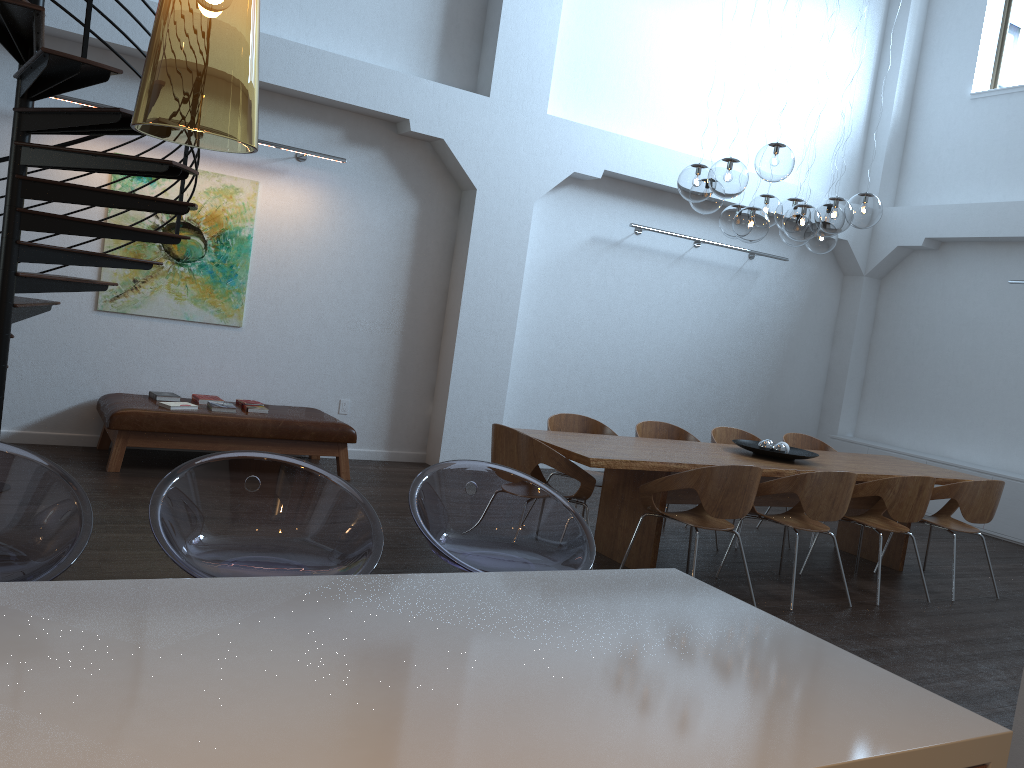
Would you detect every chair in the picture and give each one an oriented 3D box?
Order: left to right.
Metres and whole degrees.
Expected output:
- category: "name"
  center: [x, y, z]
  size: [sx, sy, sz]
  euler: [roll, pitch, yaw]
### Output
- category: "chair"
  center: [-1.166, 0.642, 1.765]
  size: [0.530, 1.014, 0.481]
  euler: [6, 5, -32]
- category: "chair"
  center: [-0.609, 0.700, 2.069]
  size: [0.530, 1.014, 0.481]
  euler: [6, 5, -32]
- category: "chair"
  center: [-0.078, 0.752, 2.410]
  size: [0.530, 1.014, 0.481]
  euler: [6, 5, -28]
- category: "chair"
  center: [0.130, 0.671, 5.274]
  size: [0.618, 0.833, 0.629]
  euler: [5, 5, -35]
- category: "chair"
  center: [0.500, 0.659, 6.154]
  size: [0.629, 0.830, 0.617]
  euler: [6, 5, -30]
- category: "chair"
  center: [1.164, 0.729, 6.533]
  size: [0.629, 0.833, 0.618]
  euler: [6, 5, -29]
- category: "chair"
  center: [1.072, 0.817, 5.129]
  size: [0.629, 0.833, 0.618]
  euler: [6, 5, -32]
- category: "chair"
  center: [1.813, 0.794, 6.932]
  size: [0.629, 0.833, 0.618]
  euler: [6, 5, -30]
- category: "chair"
  center: [1.752, 0.888, 5.504]
  size: [0.629, 0.833, 0.618]
  euler: [6, 5, -30]
- category: "chair"
  center: [2.492, 0.864, 7.310]
  size: [0.629, 0.833, 0.618]
  euler: [6, 5, -30]
- category: "chair"
  center: [2.410, 0.955, 5.885]
  size: [0.629, 0.833, 0.618]
  euler: [6, 5, -30]
- category: "chair"
  center: [3.072, 1.022, 6.269]
  size: [0.629, 0.833, 0.618]
  euler: [6, 5, -30]

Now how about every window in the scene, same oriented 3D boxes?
- category: "window"
  center: [6.487, -3.601, 8.201]
  size: [0.005, 1.308, 3.970]
  euler: [6, 5, -30]

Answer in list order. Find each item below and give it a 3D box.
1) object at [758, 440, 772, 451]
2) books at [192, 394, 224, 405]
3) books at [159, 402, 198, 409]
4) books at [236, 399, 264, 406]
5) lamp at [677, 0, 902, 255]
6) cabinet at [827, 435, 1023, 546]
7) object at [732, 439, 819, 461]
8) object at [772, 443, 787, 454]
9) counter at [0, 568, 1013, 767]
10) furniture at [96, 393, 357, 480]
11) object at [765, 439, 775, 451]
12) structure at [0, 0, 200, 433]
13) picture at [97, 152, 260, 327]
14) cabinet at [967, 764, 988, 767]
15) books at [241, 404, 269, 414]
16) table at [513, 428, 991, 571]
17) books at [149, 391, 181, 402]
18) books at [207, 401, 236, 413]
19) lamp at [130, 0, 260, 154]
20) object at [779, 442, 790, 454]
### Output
- category: "object"
  center: [1.768, 0.440, 6.200]
  size: [0.100, 0.100, 0.100]
  euler: [9, 4, 15]
- category: "books"
  center: [-2.406, 0.126, 7.018]
  size: [0.197, 0.043, 0.283]
  euler: [6, 5, -31]
- category: "books"
  center: [-2.459, 0.160, 6.545]
  size: [0.161, 0.031, 0.223]
  euler: [11, 5, 38]
- category: "books"
  center: [-2.123, 0.159, 7.186]
  size: [0.161, 0.036, 0.224]
  euler: [5, 5, -36]
- category: "lamp"
  center: [1.916, -1.961, 5.877]
  size: [1.787, 2.140, 0.849]
  euler: [6, 5, -31]
- category: "cabinet"
  center: [5.284, 1.300, 8.275]
  size: [0.478, 0.626, 5.580]
  euler: [6, 5, -30]
- category: "object"
  center: [1.837, 0.478, 6.209]
  size: [0.592, 0.066, 0.592]
  euler: [9, 4, 18]
- category: "object"
  center: [1.864, 0.461, 6.180]
  size: [0.100, 0.100, 0.100]
  euler: [9, 4, 15]
- category: "counter"
  center: [-0.446, 0.781, 2.394]
  size: [3.039, 0.860, 8.182]
  euler: [11, 5, 30]
- category: "furniture"
  center: [-2.233, 0.404, 6.941]
  size: [1.819, 0.453, 0.907]
  euler: [6, 5, -30]
- category: "object"
  center: [1.813, 0.440, 6.291]
  size: [0.100, 0.100, 0.100]
  euler: [9, 4, 15]
- category: "structure"
  center: [-2.836, -1.528, 5.140]
  size: [1.998, 4.352, 1.998]
  euler: [10, 4, 21]
- category: "picture"
  center: [-2.621, -1.111, 7.022]
  size: [1.095, 1.200, 0.010]
  euler: [6, 5, -30]
- category: "cabinet"
  center: [-1.403, 0.781, 0.794]
  size: [4.493, 0.796, 0.898]
  euler: [6, 5, -30]
- category: "books"
  center: [-2.007, 0.193, 6.929]
  size: [0.161, 0.032, 0.224]
  euler: [6, 5, -30]
- category: "table"
  center: [1.783, 0.881, 6.241]
  size: [3.803, 0.750, 1.012]
  euler: [6, 5, -30]
- category: "books"
  center: [-2.691, 0.097, 6.875]
  size: [0.183, 0.044, 0.254]
  euler: [5, 5, -35]
- category: "books"
  center: [-2.207, 0.175, 6.747]
  size: [0.185, 0.040, 0.247]
  euler: [6, 5, -27]
- category: "lamp"
  center: [-1.577, -1.399, 1.252]
  size: [2.842, 1.807, 0.149]
  euler: [9, 4, 9]
- category: "object"
  center: [1.911, 0.458, 6.272]
  size: [0.100, 0.100, 0.100]
  euler: [9, 4, 15]
